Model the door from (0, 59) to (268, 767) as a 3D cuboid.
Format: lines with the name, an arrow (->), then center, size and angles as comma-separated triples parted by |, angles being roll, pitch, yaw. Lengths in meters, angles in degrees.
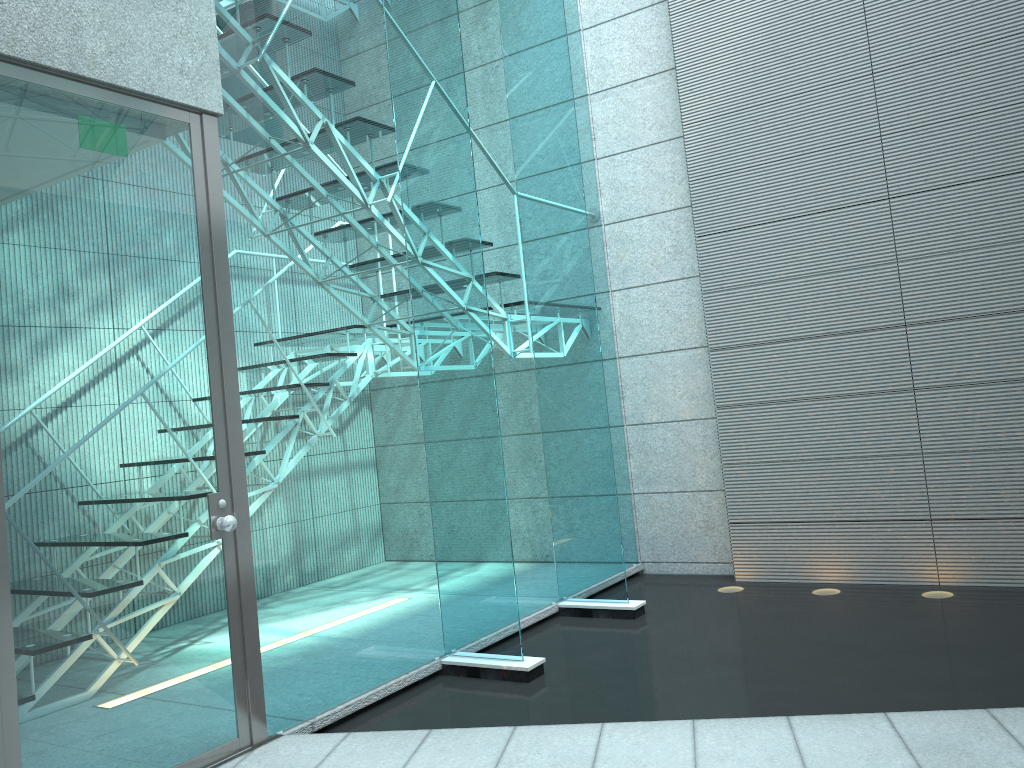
door -> -1.109, 0.124, 2.525 | 0.076, 2.069, 0.865 | -8, -4, 33
